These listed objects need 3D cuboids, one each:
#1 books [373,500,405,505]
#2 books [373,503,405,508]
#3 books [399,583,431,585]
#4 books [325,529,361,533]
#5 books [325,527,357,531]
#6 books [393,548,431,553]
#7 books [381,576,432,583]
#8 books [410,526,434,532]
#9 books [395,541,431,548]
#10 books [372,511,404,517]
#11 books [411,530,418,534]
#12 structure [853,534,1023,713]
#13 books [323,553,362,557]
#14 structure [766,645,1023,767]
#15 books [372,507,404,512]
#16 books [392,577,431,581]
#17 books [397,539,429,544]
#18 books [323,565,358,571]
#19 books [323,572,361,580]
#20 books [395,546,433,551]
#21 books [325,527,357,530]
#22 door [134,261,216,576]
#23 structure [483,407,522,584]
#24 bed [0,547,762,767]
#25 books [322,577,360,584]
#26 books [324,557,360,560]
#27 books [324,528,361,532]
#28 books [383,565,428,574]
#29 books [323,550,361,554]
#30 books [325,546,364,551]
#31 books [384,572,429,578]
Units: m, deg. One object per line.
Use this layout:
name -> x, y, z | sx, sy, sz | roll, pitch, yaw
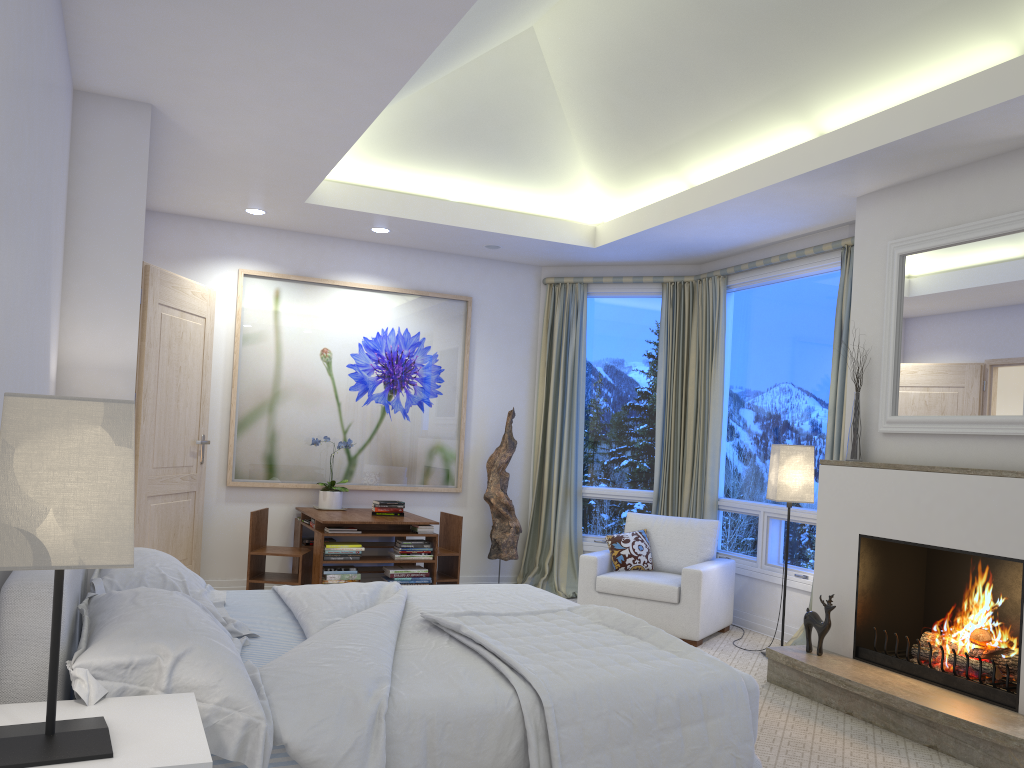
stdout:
books -> -0.820, 0.790, 5.897 | 0.180, 0.018, 0.125 | 5, -4, -29
books -> -0.823, 0.809, 5.898 | 0.205, 0.020, 0.125 | 4, -4, -14
books -> -0.675, 1.265, 5.640 | 0.277, 0.032, 0.192 | 5, -4, -24
books -> -1.040, 0.903, 5.451 | 0.201, 0.014, 0.136 | 5, -4, -24
books -> -1.053, 0.890, 5.451 | 0.177, 0.009, 0.113 | 5, -4, -24
books -> -0.639, 1.061, 5.638 | 0.209, 0.015, 0.146 | 5, -4, -24
books -> -0.673, 1.242, 5.627 | 0.285, 0.018, 0.181 | 5, -4, -24
books -> -0.575, 0.924, 5.655 | 0.112, 0.022, 0.153 | 5, -4, -24
books -> -0.629, 1.026, 5.647 | 0.205, 0.026, 0.124 | 4, -4, -19
books -> -0.828, 0.861, 5.905 | 0.212, 0.027, 0.154 | 4, -3, -9
books -> -0.573, 0.941, 5.650 | 0.103, 0.013, 0.143 | 5, -4, -24
structure -> 2.074, 1.041, 4.024 | 0.476, 0.614, 0.875 | 4, -3, -24
books -> -1.057, 1.044, 5.442 | 0.235, 0.019, 0.143 | 5, -4, -24
structure -> 1.688, 1.399, 3.859 | 0.329, 0.172, 1.455 | 4, -4, -24
books -> -0.829, 0.833, 5.896 | 0.190, 0.031, 0.132 | 4, -4, -19
books -> -0.648, 1.228, 5.635 | 0.234, 0.018, 0.169 | 4, -4, -19
books -> -0.634, 1.005, 5.643 | 0.177, 0.017, 0.113 | 5, -4, -24
books -> -1.057, 1.130, 5.428 | 0.198, 0.017, 0.114 | 5, -4, -24
books -> -1.048, 1.173, 5.431 | 0.208, 0.036, 0.144 | 5, -4, -24
books -> -0.631, 1.047, 5.646 | 0.218, 0.017, 0.137 | 5, -4, -24
books -> -1.052, 0.890, 5.452 | 0.174, 0.008, 0.111 | 5, -4, -24
door -> -2.020, 0.317, 4.883 | 0.361, 2.054, 1.785 | 3, -2, -7
structure -> -0.069, 0.861, 6.559 | 0.305, 1.393, 0.263 | 3, -1, -23
bed -> -0.501, 0.899, 2.910 | 2.022, 0.814, 1.969 | 5, -3, -24
books -> -1.061, 1.199, 5.427 | 0.233, 0.022, 0.141 | 5, -4, -24
books -> -1.063, 1.062, 5.441 | 0.217, 0.020, 0.157 | 5, -4, -24
books -> -1.040, 0.903, 5.451 | 0.201, 0.015, 0.140 | 5, -4, -24
books -> -0.680, 1.178, 5.628 | 0.249, 0.022, 0.180 | 5, -4, -24
books -> -1.055, 1.025, 5.450 | 0.222, 0.020, 0.154 | 5, -4, -24
books -> -1.044, 1.008, 5.465 | 0.240, 0.019, 0.173 | 4, -4, -19
books -> -0.672, 1.204, 5.633 | 0.257, 0.033, 0.155 | 5, -4, -24
